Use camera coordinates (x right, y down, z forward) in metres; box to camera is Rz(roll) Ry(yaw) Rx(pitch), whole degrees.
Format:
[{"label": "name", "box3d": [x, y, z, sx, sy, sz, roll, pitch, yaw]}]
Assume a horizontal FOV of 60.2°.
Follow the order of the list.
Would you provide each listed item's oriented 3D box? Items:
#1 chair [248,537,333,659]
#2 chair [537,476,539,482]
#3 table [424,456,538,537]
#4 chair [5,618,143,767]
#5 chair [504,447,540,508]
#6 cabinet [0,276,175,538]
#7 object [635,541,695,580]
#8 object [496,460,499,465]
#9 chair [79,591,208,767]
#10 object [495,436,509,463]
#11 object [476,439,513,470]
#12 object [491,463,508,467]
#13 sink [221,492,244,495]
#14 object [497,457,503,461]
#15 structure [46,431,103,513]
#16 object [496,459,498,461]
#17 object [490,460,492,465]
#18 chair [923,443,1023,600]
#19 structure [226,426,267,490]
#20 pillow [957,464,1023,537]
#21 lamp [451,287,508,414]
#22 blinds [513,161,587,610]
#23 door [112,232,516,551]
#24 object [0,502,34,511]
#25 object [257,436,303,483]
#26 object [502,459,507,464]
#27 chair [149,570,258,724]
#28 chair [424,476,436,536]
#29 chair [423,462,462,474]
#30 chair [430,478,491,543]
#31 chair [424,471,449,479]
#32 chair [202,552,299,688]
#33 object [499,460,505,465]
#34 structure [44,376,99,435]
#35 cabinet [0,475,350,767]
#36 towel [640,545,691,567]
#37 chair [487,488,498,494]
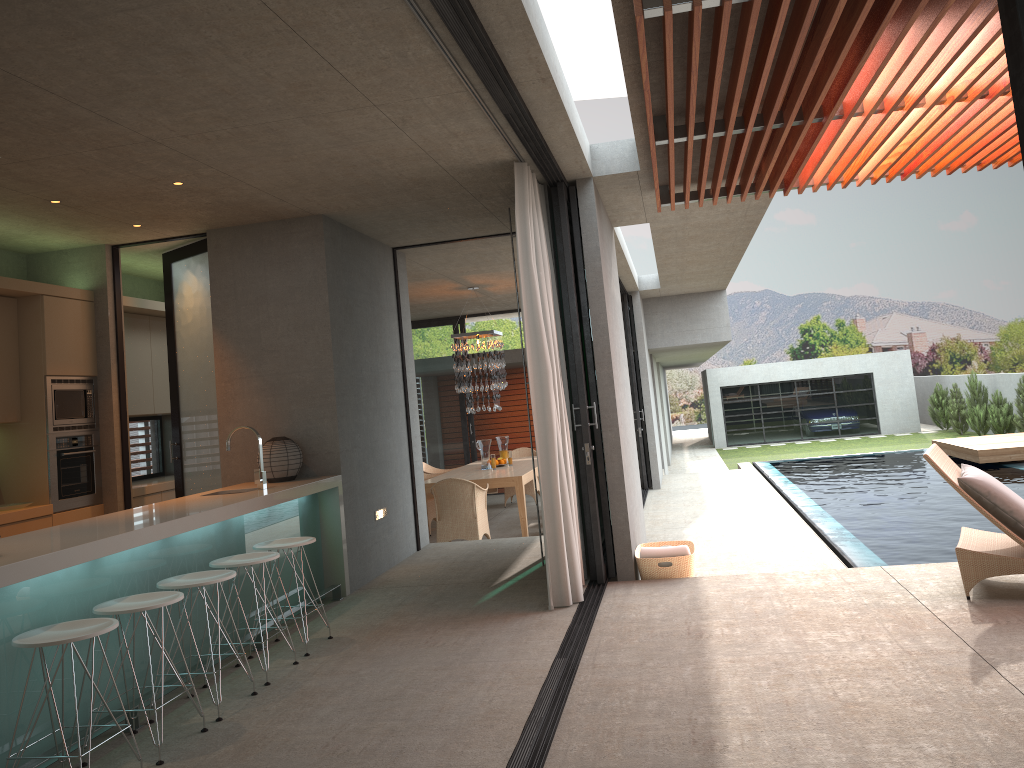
[{"label": "chair", "box3d": [-1.348, 1.269, 5.318, 0.381, 0.629, 0.380, -6, -5, 10]}, {"label": "chair", "box3d": [0.679, 1.346, 10.618, 0.629, 0.870, 0.614, -6, -4, 10]}, {"label": "table", "box3d": [-0.177, 1.502, 11.882, 1.277, 0.762, 3.245, -6, -1, 10]}, {"label": "chair", "box3d": [-1.702, 1.268, 3.403, 0.381, 0.629, 0.380, -6, -5, 10]}, {"label": "chair", "box3d": [0.150, 1.455, 13.918, 0.616, 0.870, 0.627, -6, -4, 10]}, {"label": "cabinet", "box3d": [-3.304, 0.477, 5.508, 1.961, 2.583, 7.443, -6, -2, 10]}, {"label": "object", "box3d": [1.161, 1.389, 6.615, 0.445, 0.303, 0.677, -6, -2, 10]}, {"label": "object", "box3d": [-0.227, 1.069, 11.919, 0.094, 0.095, 0.094, -5, -3, 0]}, {"label": "chair", "box3d": [-1.616, 1.268, 3.866, 0.381, 0.629, 0.380, -6, -5, 10]}, {"label": "object", "box3d": [-0.120, 0.927, 12.324, 0.193, 0.390, 0.191, -5, -5, -8]}, {"label": "object", "box3d": [-0.261, 0.932, 11.819, 0.323, 0.389, 0.540, -7, -3, 26]}, {"label": "object", "box3d": [-0.198, 1.107, 11.999, 0.310, 0.034, 0.307, -5, -1, -21]}, {"label": "sink", "box3d": [-1.922, 0.837, 6.108, 0.373, 0.135, 0.373, -6, -2, 10]}, {"label": "object", "box3d": [-0.163, 1.023, 11.985, 0.071, 0.048, 0.071, -4, -3, -29]}, {"label": "structure", "box3d": [-3.601, 0.689, 6.932, 0.496, 0.584, 0.594, -6, -3, 10]}, {"label": "object", "box3d": [-0.180, 1.066, 12.083, 0.094, 0.095, 0.094, -5, -3, -1]}, {"label": "object", "box3d": [-0.288, 1.079, 11.984, 0.087, 0.088, 0.086, -3, -4, -29]}, {"label": "chair", "box3d": [3.585, 0.709, 4.865, 2.283, 0.834, 0.699, -6, -4, 29]}, {"label": "structure", "box3d": [-1.847, 0.514, 6.101, 0.258, 0.445, 0.096, -6, -6, 10]}, {"label": "pillow", "box3d": [2.912, 0.709, 5.237, 0.425, 0.430, 0.608, -7, -3, 28]}, {"label": "lamp", "box3d": [-0.464, -0.469, 12.230, 0.617, 1.769, 0.616, -6, -5, 10]}, {"label": "blinds", "box3d": [0.247, -0.035, 6.155, 0.229, 2.958, 0.879, -6, -5, 7]}, {"label": "door", "box3d": [-0.398, 0.687, 2.001, 5.782, 4.506, 15.213, -5, -2, -17]}, {"label": "object", "box3d": [-3.658, 0.897, 6.444, 0.310, 0.034, 0.307, -5, -1, -21]}, {"label": "object", "box3d": [-1.764, 0.571, 6.722, 0.340, 0.337, 0.338, -6, -3, 2]}, {"label": "object", "box3d": [-0.116, 1.061, 12.017, 0.087, 0.088, 0.086, -5, -3, 1]}, {"label": "chair", "box3d": [-1.528, 1.268, 4.336, 0.381, 0.629, 0.380, -6, -5, 10]}, {"label": "chair", "box3d": [-1.334, 1.556, 11.701, 0.629, 0.870, 0.614, -6, -4, 10]}, {"label": "chair", "box3d": [-1.063, 1.557, 13.149, 0.629, 0.870, 0.614, -6, -4, 10]}, {"label": "chair", "box3d": [-0.568, 1.450, 9.843, 0.616, 0.870, 0.627, -6, -4, 10]}, {"label": "chair", "box3d": [-1.198, 1.557, 12.425, 0.629, 0.870, 0.614, -6, -4, 10]}, {"label": "chair", "box3d": [-1.439, 1.269, 4.824, 0.381, 0.629, 0.380, -6, -5, 10]}, {"label": "object", "box3d": [-0.140, 1.066, 11.936, 0.080, 0.082, 0.081, -8, -4, 39]}, {"label": "structure", "box3d": [-3.668, 0.183, 6.986, 0.459, 0.441, 0.594, -6, -3, 10]}, {"label": "cabinet", "box3d": [-2.040, 1.186, 4.816, 0.799, 0.905, 4.106, -6, -1, 11]}, {"label": "towel", "box3d": [1.133, 1.331, 6.473, 0.368, 0.314, 0.308, -6, -3, 11]}, {"label": "chair", "box3d": [-0.634, 2.191, 17.775, 0.618, 0.870, 0.625, -3, -5, -35]}]
